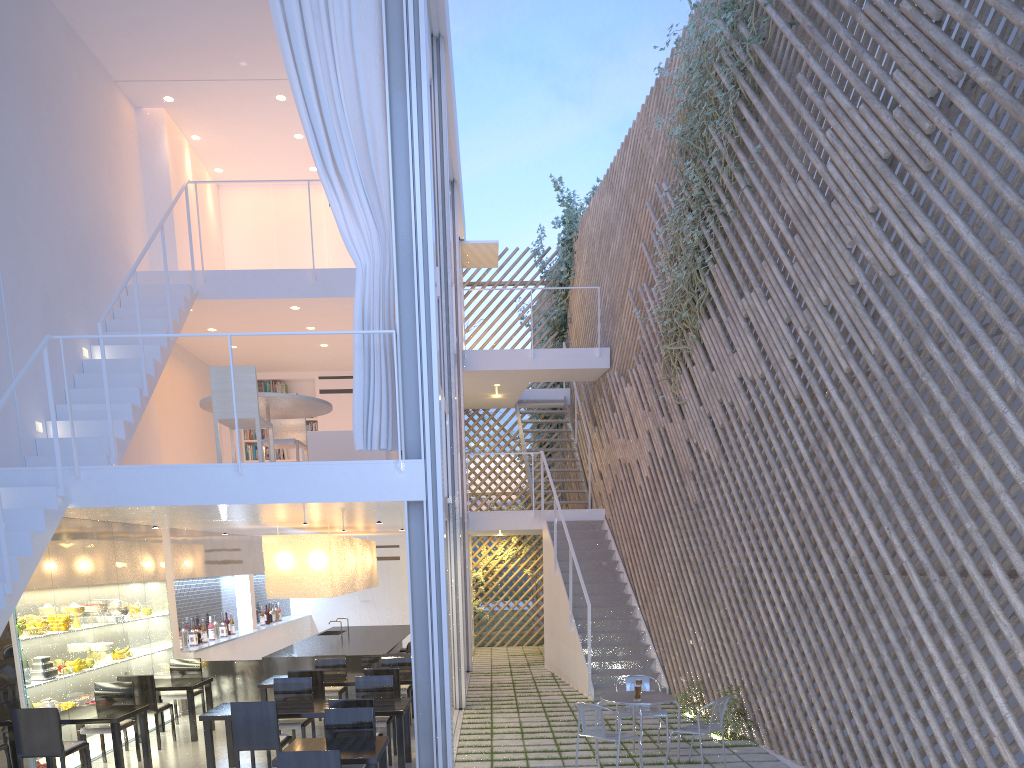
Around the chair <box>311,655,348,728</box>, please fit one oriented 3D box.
[{"bbox_3d":[-1.123,1.884,5.045,0.192,0.448,0.231,-1,5,-2],"label":"chair"}]

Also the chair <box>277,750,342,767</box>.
[{"bbox_3d":[-0.625,1.374,2.685,0.192,0.448,0.231,-1,5,-2],"label":"chair"}]

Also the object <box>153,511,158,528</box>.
[{"bbox_3d":[-1.621,0.615,3.733,0.029,0.081,0.028,0,8,10],"label":"object"}]

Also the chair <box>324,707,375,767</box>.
[{"bbox_3d":[-0.638,1.479,3.181,0.192,0.448,0.231,-1,5,-2],"label":"chair"}]

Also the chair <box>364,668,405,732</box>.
[{"bbox_3d":[-0.701,1.779,4.591,0.192,0.448,0.231,-1,5,-2],"label":"chair"}]

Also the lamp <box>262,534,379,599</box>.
[{"bbox_3d":[-1.454,1.451,6.585,0.448,0.420,2.323,-1,-11,-2],"label":"lamp"}]

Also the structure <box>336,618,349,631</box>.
[{"bbox_3d":[-1.520,2.157,7.377,0.113,0.127,0.033,-1,9,-1],"label":"structure"}]

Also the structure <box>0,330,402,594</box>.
[{"bbox_3d":[-1.112,0.560,2.735,1.366,1.822,1.418,-1,2,-1],"label":"structure"}]

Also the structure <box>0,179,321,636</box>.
[{"bbox_3d":[-1.326,0.111,3.351,1.732,3.351,3.633,-1,-2,-2],"label":"structure"}]

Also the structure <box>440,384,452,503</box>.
[{"bbox_3d":[-0.379,0.293,4.343,0.028,0.550,1.711,-2,-10,-2],"label":"structure"}]

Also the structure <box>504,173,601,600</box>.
[{"bbox_3d":[0.462,0.435,9.694,1.118,4.605,3.239,-2,3,-4],"label":"structure"}]

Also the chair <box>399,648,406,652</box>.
[{"bbox_3d":[-0.857,2.335,7.206,0.240,0.448,0.183,-1,7,1],"label":"chair"}]

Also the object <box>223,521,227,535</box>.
[{"bbox_3d":[-1.646,0.823,4.713,0.029,0.081,0.028,0,8,10],"label":"object"}]

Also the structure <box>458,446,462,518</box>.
[{"bbox_3d":[-0.426,0.680,6.163,0.028,0.550,1.713,-2,-10,-2],"label":"structure"}]

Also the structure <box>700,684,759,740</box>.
[{"bbox_3d":[1.166,1.769,4.440,0.295,0.329,0.313,-1,0,-16],"label":"structure"}]

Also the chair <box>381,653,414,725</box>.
[{"bbox_3d":[-0.713,1.877,5.053,0.192,0.448,0.231,-1,5,-2],"label":"chair"}]

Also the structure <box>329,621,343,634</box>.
[{"bbox_3d":[-1.512,2.086,7.043,0.113,0.127,0.033,-1,9,-1],"label":"structure"}]

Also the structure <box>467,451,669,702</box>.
[{"bbox_3d":[0.345,1.403,6.424,1.183,1.988,1.944,-2,-1,-8],"label":"structure"}]

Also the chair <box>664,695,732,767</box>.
[{"bbox_3d":[0.863,1.590,3.751,0.247,0.388,0.257,2,4,39],"label":"chair"}]

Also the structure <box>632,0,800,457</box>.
[{"bbox_3d":[1.203,-1.034,4.615,0.741,2.765,2.328,-3,1,-10],"label":"structure"}]

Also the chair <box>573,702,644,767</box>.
[{"bbox_3d":[0.413,1.581,3.660,0.260,0.388,0.244,2,5,43],"label":"chair"}]

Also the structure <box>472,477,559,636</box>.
[{"bbox_3d":[-0.010,1.966,9.144,1.145,2.044,0.277,-1,10,-1],"label":"structure"}]

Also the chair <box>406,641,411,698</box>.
[{"bbox_3d":[-0.838,2.053,5.872,0.240,0.448,0.183,-1,7,0],"label":"chair"}]

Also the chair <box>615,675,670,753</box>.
[{"bbox_3d":[0.660,1.699,4.247,0.263,0.388,0.241,-1,4,-1],"label":"chair"}]

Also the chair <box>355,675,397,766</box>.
[{"bbox_3d":[-0.688,1.671,4.082,0.192,0.448,0.231,-1,5,-2],"label":"chair"}]

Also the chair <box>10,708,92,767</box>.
[{"bbox_3d":[-1.986,1.592,3.573,0.192,0.448,0.231,-1,5,-2],"label":"chair"}]

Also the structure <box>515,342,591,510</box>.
[{"bbox_3d":[0.376,0.385,8.130,0.536,1.921,1.230,-2,4,-7],"label":"structure"}]

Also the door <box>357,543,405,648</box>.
[{"bbox_3d":[-1.951,1.812,6.450,0.480,1.171,5.549,0,-10,11],"label":"door"}]

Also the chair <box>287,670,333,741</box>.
[{"bbox_3d":[-1.111,1.786,4.582,0.192,0.448,0.231,-1,5,-2],"label":"chair"}]

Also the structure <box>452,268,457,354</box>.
[{"bbox_3d":[-0.455,-0.712,5.917,0.028,0.550,1.713,-2,-10,-2],"label":"structure"}]

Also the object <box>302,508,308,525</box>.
[{"bbox_3d":[-0.944,0.603,3.747,0.029,0.081,0.028,0,8,10],"label":"object"}]

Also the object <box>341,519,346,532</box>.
[{"bbox_3d":[-0.969,0.811,4.727,0.029,0.081,0.028,0,8,10],"label":"object"}]

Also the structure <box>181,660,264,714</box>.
[{"bbox_3d":[-1.933,2.022,5.488,0.556,0.380,0.011,-1,10,-1],"label":"structure"}]

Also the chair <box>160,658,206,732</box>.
[{"bbox_3d":[-2.023,1.904,5.040,0.192,0.448,0.231,-1,5,-2],"label":"chair"}]

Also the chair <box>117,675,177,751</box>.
[{"bbox_3d":[-2.011,1.798,4.544,0.192,0.448,0.231,-1,5,-2],"label":"chair"}]

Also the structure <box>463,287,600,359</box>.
[{"bbox_3d":[0.166,-0.511,6.919,1.140,0.584,0.026,-1,10,-1],"label":"structure"}]

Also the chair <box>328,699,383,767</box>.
[{"bbox_3d":[-0.677,1.573,3.620,0.192,0.448,0.231,-1,5,-2],"label":"chair"}]

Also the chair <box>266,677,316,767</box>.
[{"bbox_3d":[-1.098,1.678,4.074,0.192,0.448,0.231,-1,5,-2],"label":"chair"}]

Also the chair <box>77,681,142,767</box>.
[{"bbox_3d":[-1.998,1.698,4.069,0.192,0.448,0.231,-1,5,-2],"label":"chair"}]

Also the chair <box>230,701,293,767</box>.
[{"bbox_3d":[-1.086,1.580,3.611,0.192,0.448,0.231,-1,5,-2],"label":"chair"}]

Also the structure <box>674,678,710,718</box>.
[{"bbox_3d":[1.131,1.939,5.084,0.267,0.265,0.260,-1,-1,6],"label":"structure"}]
